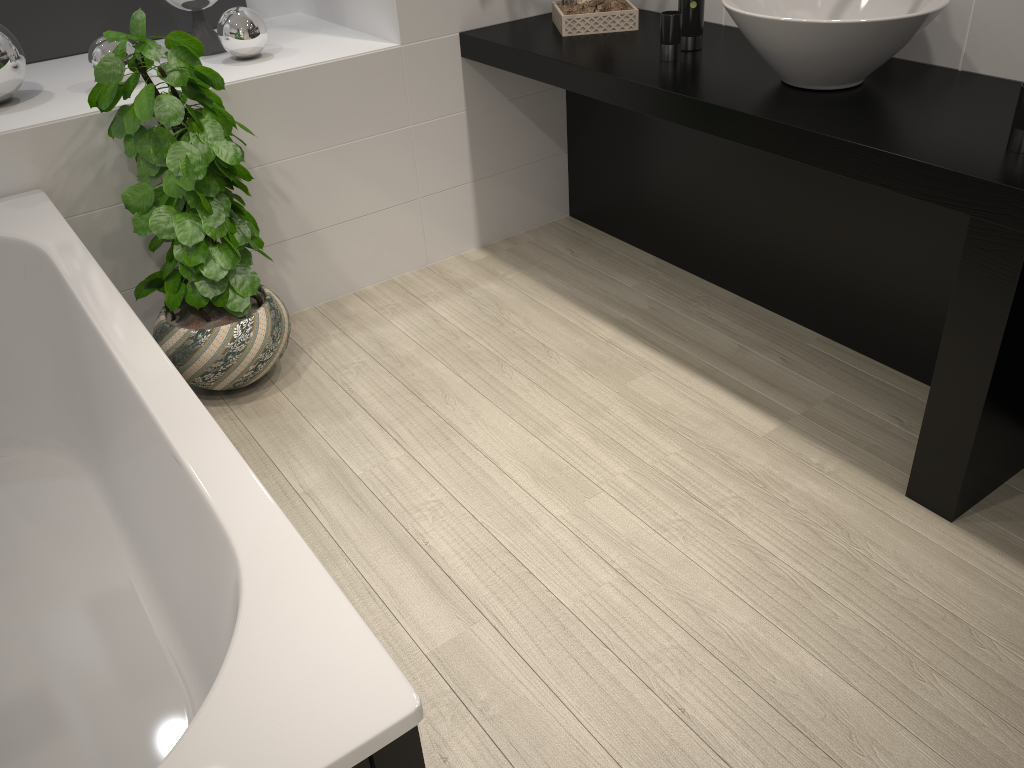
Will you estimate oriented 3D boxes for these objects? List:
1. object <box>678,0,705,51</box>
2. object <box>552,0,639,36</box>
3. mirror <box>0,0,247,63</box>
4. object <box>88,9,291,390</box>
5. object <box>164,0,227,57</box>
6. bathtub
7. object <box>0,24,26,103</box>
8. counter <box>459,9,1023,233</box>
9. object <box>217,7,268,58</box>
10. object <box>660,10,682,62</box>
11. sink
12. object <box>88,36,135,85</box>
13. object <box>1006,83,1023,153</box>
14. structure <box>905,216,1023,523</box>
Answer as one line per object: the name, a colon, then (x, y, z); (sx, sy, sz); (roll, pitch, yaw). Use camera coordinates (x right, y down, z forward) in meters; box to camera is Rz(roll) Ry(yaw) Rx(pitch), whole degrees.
object: (0.548, -1.144, 2.714); (0.080, 0.217, 0.080); (26, 43, 38)
object: (0.227, -1.489, 2.976); (0.628, 0.552, 0.264); (-6, 33, -3)
mirror: (-1.626, -1.754, 2.821); (1.368, 1.362, 0.079); (-24, 38, -28)
object: (-0.940, -0.501, 2.609); (0.418, 1.115, 0.445); (0, 33, 7)
object: (-1.121, -1.570, 2.933); (0.261, 0.884, 0.264); (-15, 35, -17)
bathtub: (-1.117, 0.364, 1.738); (1.013, 0.666, 2.200); (-24, 38, -27)
object: (-1.596, -0.964, 2.640); (0.261, 0.257, 0.264); (-16, 35, -17)
counter: (1.192, -0.510, 1.969); (0.658, 0.083, 3.881); (-24, 38, -27)
object: (-0.903, -1.178, 2.972); (0.163, 0.161, 0.165); (-15, 35, -16)
object: (0.474, -1.037, 2.644); (0.063, 0.132, 0.064); (-3, 33, 1)
sink: (0.833, -0.914, 2.344); (0.559, 0.209, 0.568); (2, 34, 9)
object: (-1.243, -1.013, 2.773); (0.150, 0.148, 0.152); (-15, 35, -16)
object: (1.087, -0.558, 1.858); (0.063, 0.132, 0.064); (-3, 33, 1)
structure: (1.192, -0.091, 2.093); (0.467, 0.751, 0.127); (-24, 38, -28)
